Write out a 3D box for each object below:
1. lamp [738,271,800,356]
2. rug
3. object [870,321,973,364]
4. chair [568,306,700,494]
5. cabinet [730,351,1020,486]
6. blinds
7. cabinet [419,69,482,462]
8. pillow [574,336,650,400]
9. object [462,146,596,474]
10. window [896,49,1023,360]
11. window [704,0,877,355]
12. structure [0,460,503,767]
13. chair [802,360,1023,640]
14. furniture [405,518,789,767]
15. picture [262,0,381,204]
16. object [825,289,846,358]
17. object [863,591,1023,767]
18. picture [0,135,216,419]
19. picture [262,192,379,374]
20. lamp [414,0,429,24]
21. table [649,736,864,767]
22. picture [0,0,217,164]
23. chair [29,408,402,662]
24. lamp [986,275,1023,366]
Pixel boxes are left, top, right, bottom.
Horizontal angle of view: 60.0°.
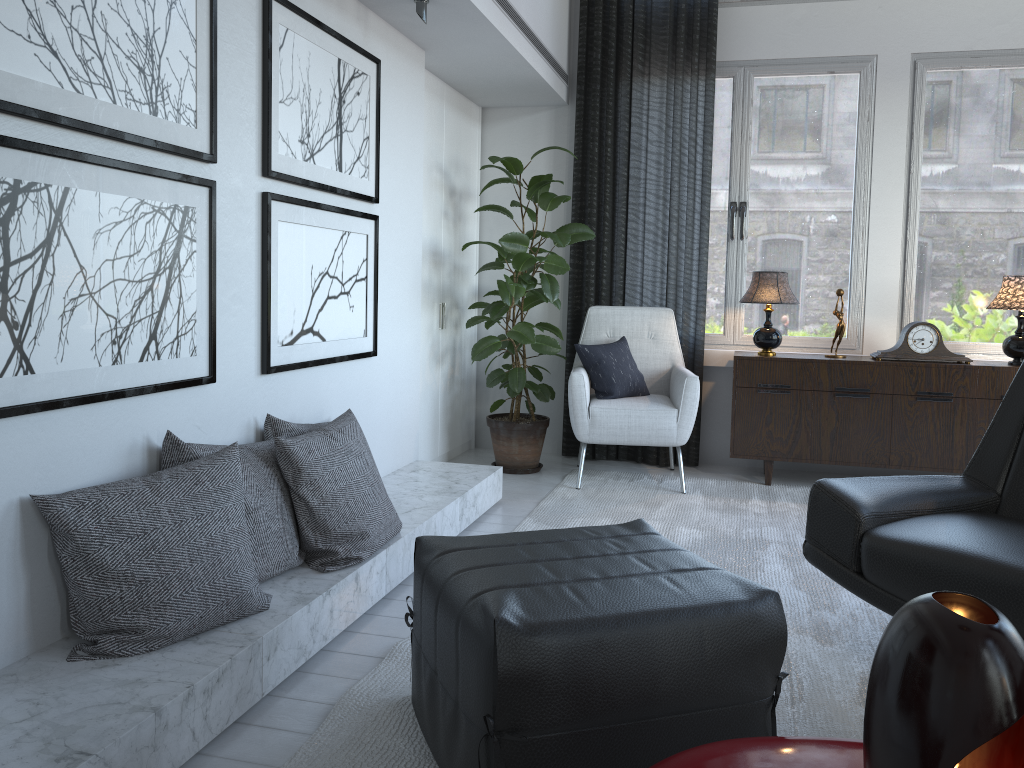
[{"bbox_3d":[1.221,-0.335,4.217,0.280,0.396,0.281,5,6,40],"label":"lamp"},{"bbox_3d":[0.753,0.870,0.341,2.955,0.032,7.792,3,6,15],"label":"rug"},{"bbox_3d":[1.875,-0.196,4.066,0.406,0.180,0.181,3,5,15],"label":"object"},{"bbox_3d":[0.569,0.044,4.249,0.594,0.821,0.614,2,5,5],"label":"chair"},{"bbox_3d":[1.751,0.189,4.157,1.399,0.611,0.387,3,5,15],"label":"cabinet"},{"bbox_3d":[1.825,-1.162,4.240,3.213,3.269,0.189,3,4,14],"label":"blinds"},{"bbox_3d":[-0.422,-0.523,4.380,0.191,1.890,1.175,2,5,15],"label":"cabinet"},{"bbox_3d":[0.487,-0.077,4.259,0.253,0.295,0.357,6,7,41],"label":"pillow"},{"bbox_3d":[0.053,-0.352,4.272,0.639,1.585,0.938,-1,5,-30],"label":"object"},{"bbox_3d":[2.548,-1.261,4.179,1.269,2.317,0.134,2,4,15],"label":"window"},{"bbox_3d":[1.177,-1.331,4.537,1.269,2.317,0.134,2,4,15],"label":"window"},{"bbox_3d":[-1.148,0.756,0.302,0.393,0.134,7.228,3,6,15],"label":"structure"},{"bbox_3d":[1.268,0.289,2.088,0.805,0.808,0.842,-2,6,-37],"label":"chair"},{"bbox_3d":[0.132,0.525,1.757,0.599,0.377,0.616,-1,6,-21],"label":"furniture"},{"bbox_3d":[-0.595,-0.889,2.883,0.020,0.521,0.793,2,6,15],"label":"picture"},{"bbox_3d":[1.529,-0.286,4.168,0.096,0.324,0.096,2,4,14],"label":"object"},{"bbox_3d":[0.416,0.341,0.846,0.153,0.279,0.152,-2,5,-35],"label":"object"},{"bbox_3d":[-0.875,-0.225,1.917,0.020,0.521,0.793,2,6,15],"label":"picture"},{"bbox_3d":[-0.608,-0.326,2.921,0.020,0.521,0.793,2,6,15],"label":"picture"},{"bbox_3d":[-0.849,-1.083,1.044,0.053,0.081,4.265,2,6,15],"label":"lamp"},{"bbox_3d":[0.511,0.665,0.825,0.942,0.299,0.942,3,6,14],"label":"table"},{"bbox_3d":[-0.860,-0.787,1.879,0.020,0.521,0.793,2,6,15],"label":"picture"},{"bbox_3d":[-0.600,0.300,2.325,0.391,0.430,1.340,3,6,15],"label":"chair"},{"bbox_3d":[2.266,-0.282,3.944,0.280,0.396,0.281,5,6,40],"label":"lamp"}]
